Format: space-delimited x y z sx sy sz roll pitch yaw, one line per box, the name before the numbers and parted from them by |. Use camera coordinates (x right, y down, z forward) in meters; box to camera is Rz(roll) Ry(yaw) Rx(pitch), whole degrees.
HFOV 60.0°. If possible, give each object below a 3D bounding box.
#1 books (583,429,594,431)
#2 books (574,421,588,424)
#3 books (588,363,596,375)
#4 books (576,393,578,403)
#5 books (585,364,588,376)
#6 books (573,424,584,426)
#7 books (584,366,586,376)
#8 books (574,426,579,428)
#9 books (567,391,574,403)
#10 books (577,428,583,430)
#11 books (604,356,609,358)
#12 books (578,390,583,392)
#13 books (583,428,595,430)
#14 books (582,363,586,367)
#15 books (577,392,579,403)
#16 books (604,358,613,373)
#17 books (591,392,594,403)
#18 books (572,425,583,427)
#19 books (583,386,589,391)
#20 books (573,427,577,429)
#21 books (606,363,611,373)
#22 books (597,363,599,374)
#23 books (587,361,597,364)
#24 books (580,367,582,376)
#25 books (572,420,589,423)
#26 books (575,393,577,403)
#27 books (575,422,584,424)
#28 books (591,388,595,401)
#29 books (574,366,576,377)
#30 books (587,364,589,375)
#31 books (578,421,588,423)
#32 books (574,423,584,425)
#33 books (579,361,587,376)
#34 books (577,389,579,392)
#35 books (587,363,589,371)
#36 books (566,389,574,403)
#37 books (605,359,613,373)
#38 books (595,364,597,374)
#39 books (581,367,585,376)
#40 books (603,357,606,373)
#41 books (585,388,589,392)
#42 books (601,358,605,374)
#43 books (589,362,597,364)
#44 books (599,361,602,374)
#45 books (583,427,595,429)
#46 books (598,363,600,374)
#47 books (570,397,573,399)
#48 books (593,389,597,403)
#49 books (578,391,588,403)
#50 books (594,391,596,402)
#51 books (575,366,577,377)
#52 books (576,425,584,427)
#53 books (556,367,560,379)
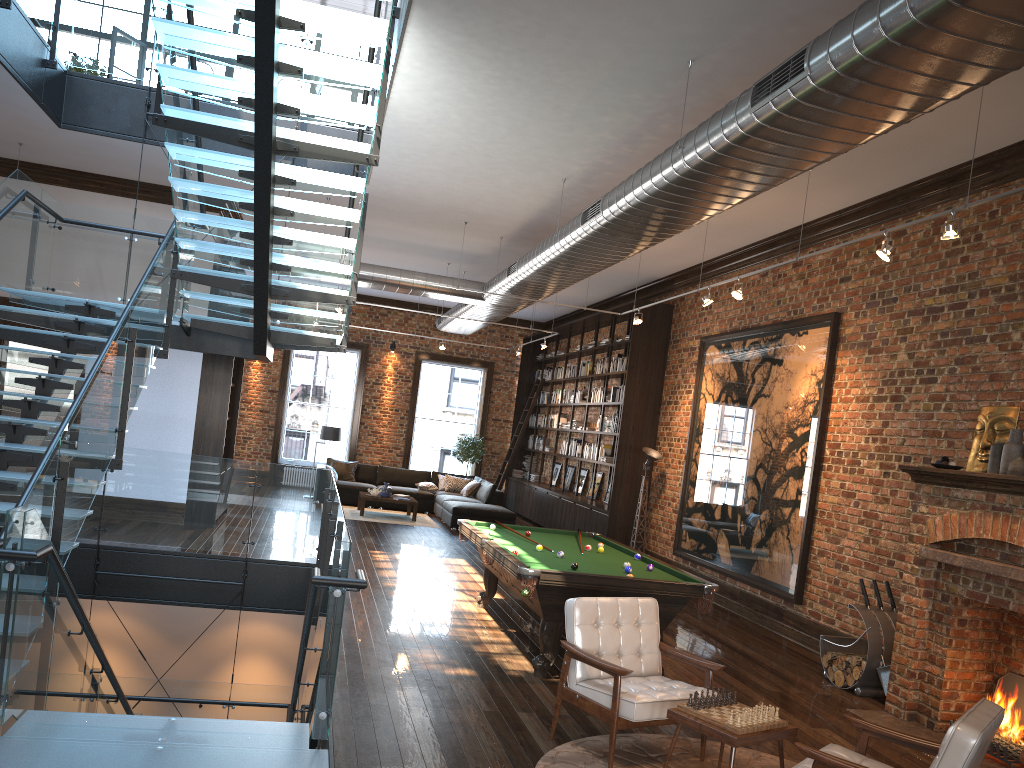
books | 1.408 0.841 16.270 0.161 0.009 0.254 8 -3 -8
books | 1.308 0.729 16.867 0.243 0.015 0.164 8 -3 -10
books | 1.512 -0.254 16.532 0.191 0.255 0.061 7 1 -13
books | 1.339 0.285 17.089 0.184 0.219 0.033 7 1 -13
books | 1.474 -0.244 16.650 0.191 0.240 0.008 7 2 -13
books | 1.302 0.787 16.863 0.236 0.014 0.165 8 -3 -13
books | 1.463 -0.239 16.806 0.161 0.244 0.032 7 2 -13
books | 1.295 0.828 16.875 0.206 0.012 0.183 8 -3 -13
books | 1.208 0.283 17.614 0.192 0.249 0.024 7 2 -13
books | 1.350 0.861 16.629 0.205 0.035 0.266 8 -3 -11
books | 1.701 -0.313 15.733 0.184 0.330 0.008 7 2 -13
books | 1.355 0.258 17.027 0.185 0.270 0.026 7 2 -13
books | 1.417 0.825 16.271 0.161 0.009 0.253 8 -3 -13
books | 1.422 -0.251 16.921 0.180 0.271 0.011 7 2 -13
books | 1.349 0.279 17.000 0.191 0.223 0.027 7 1 -13
books | 1.729 -0.301 15.589 0.189 0.297 0.014 7 2 -13
books | 1.541 0.260 16.109 0.181 0.208 0.030 7 1 -13
books | 1.302 0.805 16.855 0.294 0.007 0.132 8 -3 -10
books | 1.410 0.220 16.809 0.156 0.335 0.014 7 2 -13
books | 1.294 0.854 16.865 0.244 0.025 0.160 8 -3 -14
books | 1.736 -0.258 15.525 0.188 0.209 0.051 7 1 -13
books | 1.624 -0.256 16.026 0.174 0.230 0.014 7 2 -13
books | 1.490 -0.270 16.679 0.181 0.299 0.008 7 2 -13
books | 1.401 -0.216 17.052 0.173 0.211 0.057 7 1 -13
books | 1.310 0.711 16.868 0.286 0.012 0.159 8 -3 -17
books | 1.326 0.287 17.134 0.190 0.217 0.031 7 1 -13
books | 1.305 0.746 16.874 0.196 0.019 0.173 8 -3 -8
books | 1.539 0.225 16.187 0.160 0.286 0.014 7 2 -13
books | 1.306 -0.220 17.498 0.168 0.248 0.072 7 1 -13
books | 1.497 -0.242 16.578 0.171 0.234 0.017 7 2 -13
books | 1.312 0.719 16.856 0.296 0.004 0.144 8 -3 -15
books | 1.305 0.761 16.867 0.283 0.010 0.169 8 -3 -14
books | 1.400 -0.274 17.062 0.186 0.329 0.068 7 1 -13
books | 1.304 0.253 17.187 0.190 0.285 0.013 7 2 -13
books | 1.492 -0.252 16.646 0.166 0.260 0.007 7 2 -13
books | 1.186 0.263 17.783 0.175 0.303 0.067 7 1 -13
books | 1.724 -0.293 15.576 0.180 0.279 0.009 7 2 -13
books | 1.603 -0.241 16.105 0.183 0.207 0.053 7 1 -13
books | 1.418 -0.219 16.888 0.193 0.203 0.027 7 1 -13
books | 1.715 -0.305 15.651 0.183 0.307 0.009 7 2 -13
books | 1.427 0.239 16.801 0.133 0.300 0.012 7 2 -13
books | 1.686 -0.301 15.717 0.183 0.300 0.017 7 2 -13
books | 1.505 -0.261 16.641 0.150 0.280 0.008 7 2 -13
books | 1.652 -0.276 15.866 0.185 0.259 0.031 7 2 -13
books | 1.417 0.806 16.270 0.161 0.009 0.254 8 -3 -10
books | 1.644 -0.253 15.995 0.163 0.226 0.032 7 1 -13
books | 1.267 0.284 17.436 0.161 0.025 0.297 8 -3 -16
books | 1.566 0.230 16.061 0.166 0.269 0.011 7 2 -13
books | 1.393 0.265 16.745 0.273 0.241 0.083 7 1 -13
books | 1.575 0.247 16.051 0.165 0.236 0.014 7 2 -13
books | 1.316 -0.221 17.464 0.143 0.251 0.078 7 1 -13
books | 1.300 0.798 16.868 0.293 0.008 0.158 8 -3 -10
books | 1.028 -0.211 18.729 0.164 0.298 0.029 7 2 -13
